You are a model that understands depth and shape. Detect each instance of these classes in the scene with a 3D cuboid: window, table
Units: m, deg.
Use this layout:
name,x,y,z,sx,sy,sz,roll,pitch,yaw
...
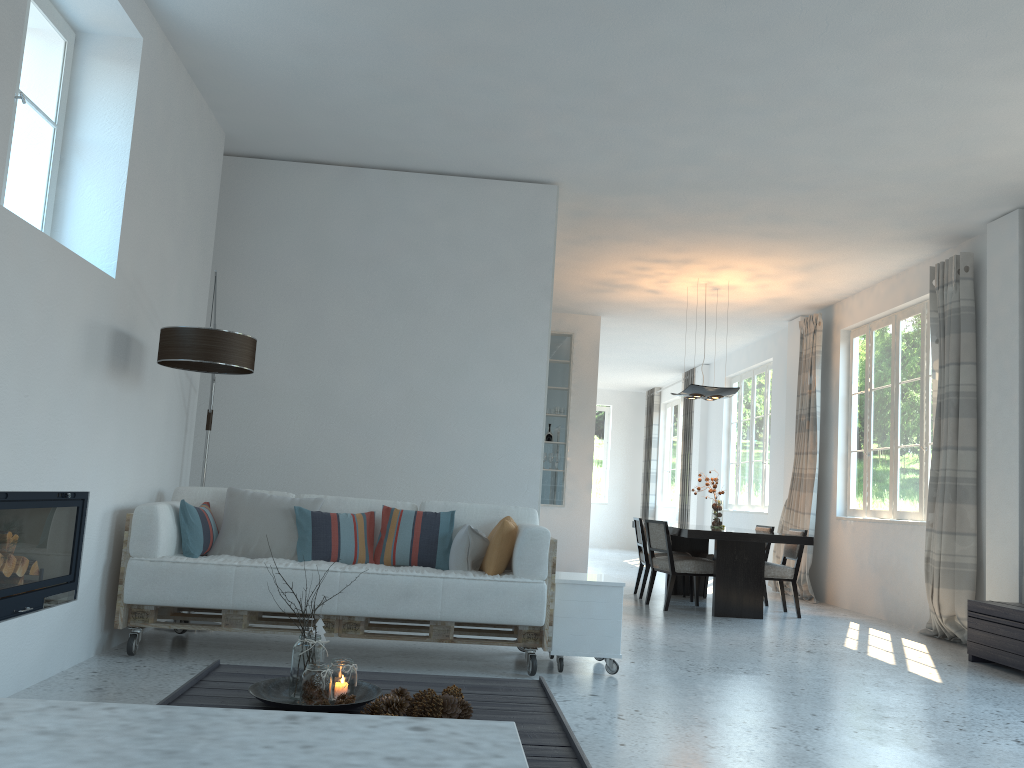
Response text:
name,x,y,z,sx,sy,sz,roll,pitch,yaw
window,-2.139,-1.204,3.773,0.072,1.224,1.119,4,-7,-4
window,0.470,-6.157,6.014,51.776,14.310,51.862,3,-7,7
table,1.903,1.752,8.501,1.086,0.735,2.202,4,-7,-4
table,-0.467,1.138,2.821,1.270,0.218,1.259,4,-7,-4
window,3.033,1.256,16.310,0.073,2.006,1.985,4,-7,-4
window,3.351,0.778,12.381,0.042,2.006,1.985,4,-7,-4
window,3.654,0.298,8.451,0.042,2.006,1.985,4,-7,-4
table,3.402,1.643,5.621,0.524,0.415,0.927,4,-7,-4

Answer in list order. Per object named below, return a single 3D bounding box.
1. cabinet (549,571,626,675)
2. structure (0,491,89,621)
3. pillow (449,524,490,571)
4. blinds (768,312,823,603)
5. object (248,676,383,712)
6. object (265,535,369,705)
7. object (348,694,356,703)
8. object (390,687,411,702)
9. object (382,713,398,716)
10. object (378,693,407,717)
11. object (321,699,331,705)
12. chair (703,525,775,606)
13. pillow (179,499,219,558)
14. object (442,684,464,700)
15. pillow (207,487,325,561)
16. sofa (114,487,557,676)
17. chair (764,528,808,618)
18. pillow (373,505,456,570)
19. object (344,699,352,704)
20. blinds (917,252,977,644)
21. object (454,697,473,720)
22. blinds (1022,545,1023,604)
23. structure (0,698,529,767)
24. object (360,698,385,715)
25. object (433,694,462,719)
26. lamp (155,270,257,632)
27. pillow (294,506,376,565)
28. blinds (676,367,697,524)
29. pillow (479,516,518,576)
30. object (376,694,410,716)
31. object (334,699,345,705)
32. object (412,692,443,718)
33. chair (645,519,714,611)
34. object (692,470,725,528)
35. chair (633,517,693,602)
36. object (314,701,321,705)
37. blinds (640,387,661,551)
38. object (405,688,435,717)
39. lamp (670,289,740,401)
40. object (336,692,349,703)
name,x,y,z,sx,sy,sz,roll,pitch,yaw
cabinet,0.382,1.318,4.931,0.380,0.486,0.503,4,-7,-4
structure,-2.296,0.703,3.578,0.735,0.583,1.212,5,-7,-8
pillow,-0.232,0.963,4.981,0.237,0.354,0.483,5,-7,-8
blinds,3.242,0.824,10.103,0.174,3.128,1.357,4,-7,-3
object,-0.638,1.013,2.884,0.429,0.038,0.430,-2,-9,36
object,-0.639,0.782,2.995,0.309,0.521,0.436,0,-8,26
object,-0.519,1.022,2.871,0.035,0.035,0.030,1,-7,19
object,-0.363,1.017,2.849,0.083,0.099,0.092,4,-7,1
object,-0.356,0.989,2.564,0.078,0.084,0.098,4,-7,-3
object,-0.373,1.003,2.741,0.106,0.086,0.091,2,-7,10
object,-0.582,1.005,2.772,0.031,0.035,0.031,4,-7,-3
chair,2.286,1.811,8.967,0.570,0.781,0.480,4,-7,-4
pillow,-1.717,0.790,4.850,0.176,0.317,0.439,3,-7,4
object,-0.199,1.046,2.964,0.081,0.083,0.099,4,-7,1
pillow,-1.373,0.796,4.983,0.595,0.406,0.239,5,-7,-8
sofa,-0.899,1.045,4.883,2.195,0.853,0.872,4,-7,-4
chair,2.352,1.711,8.149,0.570,0.781,0.480,4,-7,1
pillow,-0.558,0.877,5.057,0.489,0.349,0.197,4,-7,-7
object,-0.524,1.020,2.830,0.030,0.027,0.026,9,-9,-37
blinds,3.517,0.507,7.155,0.359,3.048,0.847,4,-7,0
object,-0.162,1.032,2.808,0.082,0.084,0.082,2,-7,11
blinds,3.632,0.245,5.863,0.132,3.256,0.723,4,-7,-5
structure,-0.809,0.564,0.176,2.899,0.658,3.117,4,-7,-4
object,-0.420,0.986,2.635,0.086,0.101,0.078,8,-8,-30
object,-0.210,1.013,2.751,0.110,0.101,0.114,6,-7,-21
lamp,-1.762,0.447,4.975,0.470,1.963,1.560,6,-7,-18
pillow,-0.985,0.861,4.971,0.479,0.322,0.204,7,-7,-22
blinds,2.953,1.366,14.876,0.140,3.226,0.777,4,-7,-4
pillow,-0.064,0.909,4.953,0.200,0.338,0.463,5,-7,-10
object,-0.369,0.987,2.675,0.097,0.102,0.099,8,-8,-33
object,-0.543,1.010,2.793,0.035,0.035,0.030,4,-7,-6
object,-0.253,0.987,2.682,0.090,0.106,0.097,2,-7,17
chair,1.545,1.653,8.093,0.570,0.781,0.480,5,-7,-14
object,2.022,1.160,9.072,0.317,0.600,0.542,8,-8,-33
chair,1.512,1.755,8.917,0.570,0.781,0.480,4,-7,1
object,-0.608,1.004,2.761,0.025,0.030,0.029,2,-7,17
blinds,2.740,1.704,17.644,0.140,3.226,0.777,4,-7,-4
object,-0.282,1.003,2.752,0.108,0.108,0.094,9,-8,-36
lamp,1.997,-0.456,9.139,0.530,1.220,0.798,4,-7,-4
object,-0.546,1.013,2.854,0.039,0.043,0.038,8,-8,-33
